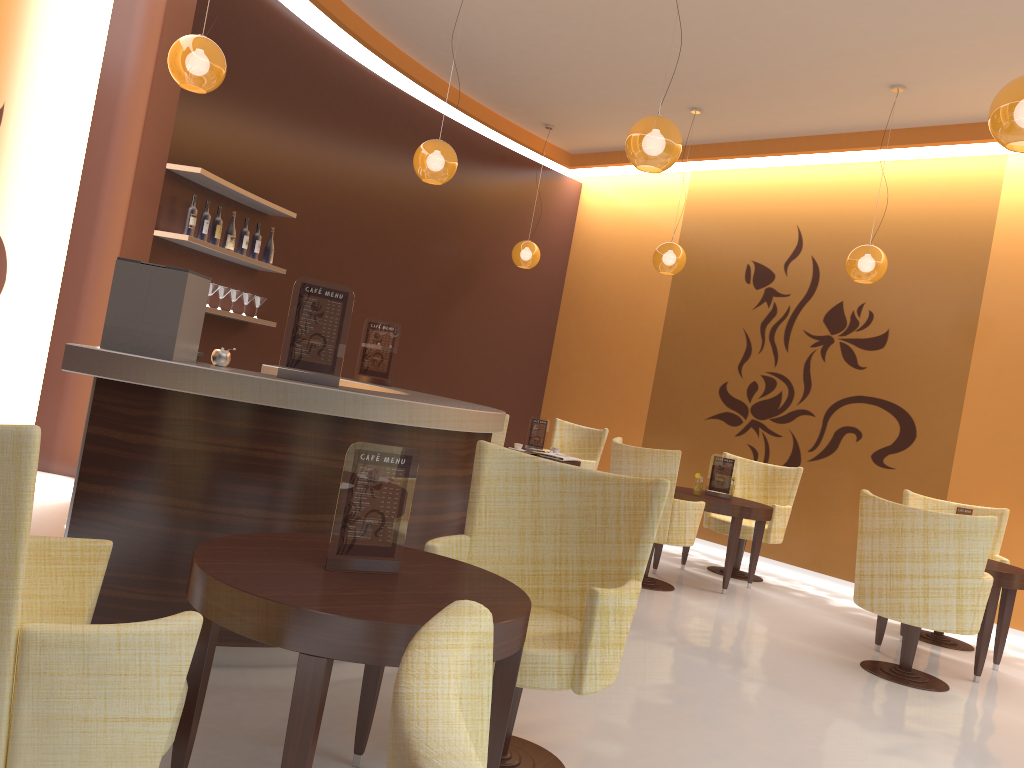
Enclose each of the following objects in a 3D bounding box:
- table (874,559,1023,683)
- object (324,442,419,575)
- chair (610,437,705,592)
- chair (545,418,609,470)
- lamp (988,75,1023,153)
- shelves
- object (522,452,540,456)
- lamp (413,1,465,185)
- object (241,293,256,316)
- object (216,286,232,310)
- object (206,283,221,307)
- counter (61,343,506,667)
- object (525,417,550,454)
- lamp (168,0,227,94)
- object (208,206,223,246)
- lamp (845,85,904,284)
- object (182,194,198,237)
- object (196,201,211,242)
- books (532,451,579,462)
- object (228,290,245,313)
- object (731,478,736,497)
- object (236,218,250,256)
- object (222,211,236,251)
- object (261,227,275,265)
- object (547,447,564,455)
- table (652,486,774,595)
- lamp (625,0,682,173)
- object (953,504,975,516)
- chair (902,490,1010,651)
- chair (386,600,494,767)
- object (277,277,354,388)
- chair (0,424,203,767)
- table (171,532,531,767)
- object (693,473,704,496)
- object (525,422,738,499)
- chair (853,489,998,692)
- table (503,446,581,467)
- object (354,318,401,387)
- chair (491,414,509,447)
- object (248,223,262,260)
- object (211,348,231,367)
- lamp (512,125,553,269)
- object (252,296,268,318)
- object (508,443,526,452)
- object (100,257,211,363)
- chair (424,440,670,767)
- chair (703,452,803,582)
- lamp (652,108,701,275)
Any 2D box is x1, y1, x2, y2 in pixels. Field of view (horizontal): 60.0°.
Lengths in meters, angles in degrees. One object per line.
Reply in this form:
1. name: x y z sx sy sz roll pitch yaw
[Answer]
1. table: 2.787 1.442 5.701 0.872 0.679 0.874 10 0 -9
2. object: -0.361 0.326 2.328 0.209 0.335 0.042 11 -1 -32
3. chair: 1.010 0.953 6.512 0.685 1.017 0.729 11 -1 -29
4. chair: 0.534 0.887 9.052 0.729 1.017 0.685 10 -1 44
5. lamp: 2.127 -1.656 3.446 0.299 1.500 0.299 11 -1 -35
6. shelves: -2.114 -0.970 4.653 0.586 0.902 4.744 10 0 2
7. object: 0.038 0.605 8.070 0.239 0.021 0.464 11 -1 -32
8. lamp: -0.405 -2.095 5.968 0.299 1.500 0.299 11 -1 -28
9. object: -2.029 -0.601 6.752 0.137 0.174 0.137 10 0 -21
10. object: -2.120 -0.619 6.456 0.137 0.174 0.137 10 0 20
11. object: -2.154 -0.627 6.313 0.137 0.174 0.137 10 0 20
12. counter: -0.908 0.546 4.584 1.586 1.100 2.917 10 0 -1
13. object: 0.241 0.485 8.376 0.209 0.335 0.042 11 -1 -23
14. lamp: -1.574 -2.318 4.754 0.299 1.500 0.299 11 -1 -28
15. object: -2.081 -1.105 6.248 0.073 0.297 0.073 10 -1 42
16. lamp: 2.788 -1.509 6.705 0.299 1.500 0.299 10 0 -20
17. object: -2.146 -1.119 5.928 0.073 0.297 0.073 10 0 -8
18. object: -2.113 -1.112 6.096 0.073 0.297 0.073 10 0 -8
19. books: 0.410 0.667 8.149 0.345 0.035 0.367 10 -1 34
20. object: -2.077 -0.610 6.603 0.137 0.174 0.137 10 0 20
21. object: 1.806 0.845 7.312 0.067 0.171 0.072 10 0 2
22. object: -1.990 -1.086 6.581 0.073 0.297 0.073 10 0 -8
23. object: -2.040 -1.101 6.431 0.086 0.303 0.086 10 -1 28
24. object: -1.888 -1.070 6.900 0.086 0.303 0.086 11 -1 -31
25. object: 0.425 0.650 8.574 0.153 0.069 0.153 10 -1 28
26. table: 1.571 1.232 7.057 0.872 0.679 0.874 10 0 -14
27. lamp: 0.861 -1.876 4.707 0.299 1.500 0.299 10 -1 22
28. object: 2.885 0.944 5.698 0.209 0.335 0.042 11 -1 -28
29. chair: 3.169 1.345 6.432 0.729 1.017 0.685 10 0 13
30. chair: 0.183 0.754 0.630 0.685 1.017 0.729 11 -1 -42
31. object: -0.785 -0.209 3.575 0.258 0.414 0.052 11 -1 -32
32. chair: -0.999 0.549 1.793 0.685 1.017 0.729 11 -1 -39
33. table: -0.439 0.827 2.315 0.872 0.679 0.874 10 0 1
34. object: 1.441 0.774 6.841 0.067 0.171 0.072 10 -1 27
35. object: 0.984 0.615 7.724 2.090 0.335 0.187 10 -1 41
36. chair: 2.326 1.180 5.082 0.729 1.017 0.685 10 -1 41
37. table: 0.156 0.985 8.322 0.872 0.679 0.874 10 0 -9
38. object: -0.862 -0.206 5.698 0.258 0.414 0.052 10 0 13
39. chair: -0.306 0.723 7.703 0.729 1.017 0.685 10 -1 41
40. object: -1.944 -1.076 6.733 0.073 0.297 0.073 10 0 -8
41. object: -1.181 -0.110 3.603 0.075 0.077 0.075 10 0 13
42. lamp: 0.256 -1.948 9.227 0.299 1.500 0.299 10 -1 44
43. object: -1.984 -0.591 6.901 0.137 0.174 0.137 10 0 20
44. object: 0.054 0.579 8.085 0.153 0.069 0.153 10 0 -19
45. object: -1.348 -0.275 3.436 0.270 0.340 0.373 10 0 -1
46. chair: 0.062 0.751 2.973 0.729 1.017 0.685 10 -1 23
47. chair: 2.050 1.152 7.712 0.729 1.017 0.685 10 -1 33
48. lamp: 1.522 -1.729 7.966 0.299 1.500 0.299 10 0 -3
